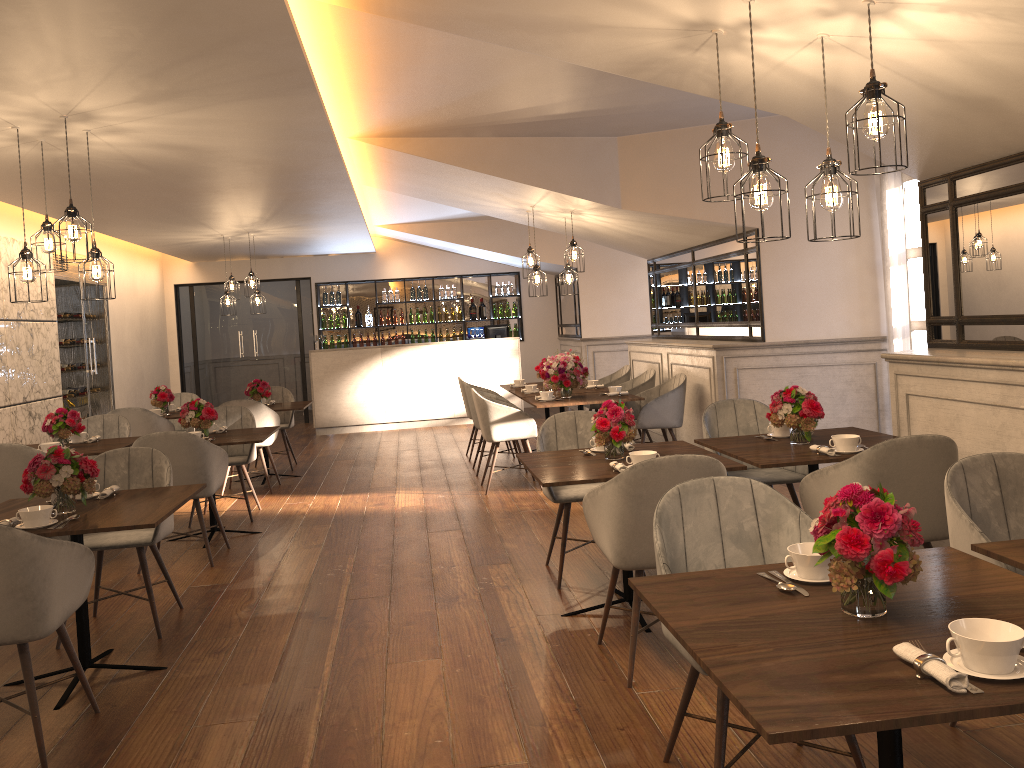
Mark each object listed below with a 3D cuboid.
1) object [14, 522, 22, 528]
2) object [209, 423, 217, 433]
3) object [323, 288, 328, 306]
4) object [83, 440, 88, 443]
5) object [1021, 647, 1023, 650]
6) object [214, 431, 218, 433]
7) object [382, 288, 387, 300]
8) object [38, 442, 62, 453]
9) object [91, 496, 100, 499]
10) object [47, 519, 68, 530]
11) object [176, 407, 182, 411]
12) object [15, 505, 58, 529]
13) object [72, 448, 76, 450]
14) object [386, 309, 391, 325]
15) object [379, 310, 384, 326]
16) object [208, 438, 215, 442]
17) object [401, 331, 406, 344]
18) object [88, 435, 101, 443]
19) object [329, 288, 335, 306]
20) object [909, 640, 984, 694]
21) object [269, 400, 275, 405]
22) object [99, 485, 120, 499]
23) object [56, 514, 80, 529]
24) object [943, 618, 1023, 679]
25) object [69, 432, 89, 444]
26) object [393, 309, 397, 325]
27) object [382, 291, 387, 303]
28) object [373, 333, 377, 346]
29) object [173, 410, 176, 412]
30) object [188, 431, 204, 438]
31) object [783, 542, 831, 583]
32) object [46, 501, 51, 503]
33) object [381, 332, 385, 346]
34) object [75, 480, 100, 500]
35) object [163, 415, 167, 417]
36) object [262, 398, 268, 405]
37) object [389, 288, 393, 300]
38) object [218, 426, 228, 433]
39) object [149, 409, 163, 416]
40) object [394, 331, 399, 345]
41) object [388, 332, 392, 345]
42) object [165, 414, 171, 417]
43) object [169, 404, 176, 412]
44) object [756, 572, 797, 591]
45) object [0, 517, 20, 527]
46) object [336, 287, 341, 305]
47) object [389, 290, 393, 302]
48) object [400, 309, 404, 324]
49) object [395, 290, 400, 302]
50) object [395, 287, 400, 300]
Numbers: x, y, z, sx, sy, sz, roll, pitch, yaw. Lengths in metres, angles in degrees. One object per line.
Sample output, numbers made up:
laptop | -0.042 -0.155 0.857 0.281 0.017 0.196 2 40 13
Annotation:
object | -1.939 0.551 3.464 0.025 0.024 0.193 -4 4 -7
object | -2.281 0.332 6.619 0.148 0.072 0.148 -1 4 36
object | -2.996 -1.405 14.189 0.075 0.310 0.075 -3 1 18
object | -3.110 0.415 6.509 0.025 0.024 0.193 -4 4 -7
object | 0.972 0.500 1.636 0.043 0.015 0.197 -4 4 -10
object | -2.200 0.351 6.620 0.025 0.024 0.193 -4 4 -7
object | -2.059 -1.447 14.304 0.069 0.208 0.040 -4 1 -7
object | -3.082 0.431 5.909 0.148 0.072 0.148 -1 4 36
object | -1.889 0.507 4.065 0.025 0.024 0.193 -4 4 -7
object | -1.784 0.550 3.500 0.022 0.004 0.211 -4 4 -7
object | -3.380 0.254 9.003 0.056 0.039 0.176 -4 4 -7
object | -1.861 0.523 3.464 0.148 0.072 0.148 -5 4 -29
object | -2.971 0.451 5.942 0.043 0.015 0.197 -4 4 -10
object | -2.006 -1.081 14.343 0.065 0.261 0.066 -4 1 -28
object | -2.116 -1.074 14.329 0.065 0.261 0.066 -4 1 -28
object | -2.060 0.386 6.053 0.043 0.015 0.197 -4 4 -10
object | -1.765 -0.735 14.373 0.065 0.261 0.066 -4 1 -28
object | -3.077 0.406 6.523 0.056 0.039 0.176 -4 4 -7
object | -2.892 -1.413 14.202 0.075 0.310 0.075 -3 1 36
object | 0.782 0.509 1.603 0.025 0.024 0.193 -4 4 -7
object | -2.469 0.189 9.114 0.056 0.039 0.176 -4 4 -7
object | -1.856 0.497 4.079 0.056 0.039 0.176 -4 4 -7
object | -1.749 0.542 3.498 0.043 0.015 0.197 -4 4 -10
object | 0.861 0.480 1.603 0.148 0.072 0.148 -6 4 -39
object | -3.191 0.397 6.509 0.148 0.072 0.148 -1 4 36
object | -1.897 -1.089 14.356 0.065 0.261 0.066 -4 1 -28
object | -2.057 -1.411 14.305 0.070 0.190 0.041 -4 1 -7
object | -2.218 -0.703 14.318 0.065 0.261 0.066 -4 1 -28
object | -3.412 0.264 8.989 0.025 0.024 0.193 -4 4 -7
object | -2.172 0.366 6.019 0.148 0.072 0.148 -1 4 36
object | 0.751 0.446 2.203 0.148 0.072 0.148 -6 4 -39
object | -2.078 0.526 4.032 0.043 0.015 0.197 -4 4 -10
object | -2.093 -0.712 14.333 0.065 0.261 0.066 -4 1 -28
object | -1.970 0.488 4.064 0.148 0.072 0.148 -5 4 -29
object | -3.308 0.307 8.425 0.022 0.004 0.211 -4 4 -7
object | -2.583 0.181 9.100 0.148 0.072 0.148 -3 3 16
object | -1.959 -1.454 14.316 0.069 0.208 0.040 -4 1 -7
object | -2.167 0.341 6.634 0.056 0.039 0.176 -4 4 -7
object | -3.384 0.279 8.389 0.148 0.072 0.148 -1 4 36
object | -1.874 -0.727 14.360 0.065 0.261 0.066 -4 1 -28
object | -1.984 -0.720 14.346 0.065 0.261 0.066 -4 1 -28
object | -3.280 0.300 8.421 0.043 0.015 0.197 -4 4 -3
object | -3.493 0.245 8.989 0.148 0.072 0.148 -3 3 16
object | 0.651 0.483 2.171 0.043 0.015 0.197 -4 4 -3
object | -1.972 0.547 3.451 0.056 0.039 0.176 -4 4 -7
object | -2.789 -1.420 14.215 0.075 0.310 0.075 -3 1 40
object | -1.957 -1.418 14.317 0.070 0.190 0.041 -4 1 -7
object | -1.787 -1.097 14.369 0.065 0.261 0.066 -4 1 -28
object | -1.858 -1.425 14.329 0.070 0.190 0.041 -4 1 -7
object | -1.860 -1.461 14.328 0.069 0.208 0.040 -4 1 -7
